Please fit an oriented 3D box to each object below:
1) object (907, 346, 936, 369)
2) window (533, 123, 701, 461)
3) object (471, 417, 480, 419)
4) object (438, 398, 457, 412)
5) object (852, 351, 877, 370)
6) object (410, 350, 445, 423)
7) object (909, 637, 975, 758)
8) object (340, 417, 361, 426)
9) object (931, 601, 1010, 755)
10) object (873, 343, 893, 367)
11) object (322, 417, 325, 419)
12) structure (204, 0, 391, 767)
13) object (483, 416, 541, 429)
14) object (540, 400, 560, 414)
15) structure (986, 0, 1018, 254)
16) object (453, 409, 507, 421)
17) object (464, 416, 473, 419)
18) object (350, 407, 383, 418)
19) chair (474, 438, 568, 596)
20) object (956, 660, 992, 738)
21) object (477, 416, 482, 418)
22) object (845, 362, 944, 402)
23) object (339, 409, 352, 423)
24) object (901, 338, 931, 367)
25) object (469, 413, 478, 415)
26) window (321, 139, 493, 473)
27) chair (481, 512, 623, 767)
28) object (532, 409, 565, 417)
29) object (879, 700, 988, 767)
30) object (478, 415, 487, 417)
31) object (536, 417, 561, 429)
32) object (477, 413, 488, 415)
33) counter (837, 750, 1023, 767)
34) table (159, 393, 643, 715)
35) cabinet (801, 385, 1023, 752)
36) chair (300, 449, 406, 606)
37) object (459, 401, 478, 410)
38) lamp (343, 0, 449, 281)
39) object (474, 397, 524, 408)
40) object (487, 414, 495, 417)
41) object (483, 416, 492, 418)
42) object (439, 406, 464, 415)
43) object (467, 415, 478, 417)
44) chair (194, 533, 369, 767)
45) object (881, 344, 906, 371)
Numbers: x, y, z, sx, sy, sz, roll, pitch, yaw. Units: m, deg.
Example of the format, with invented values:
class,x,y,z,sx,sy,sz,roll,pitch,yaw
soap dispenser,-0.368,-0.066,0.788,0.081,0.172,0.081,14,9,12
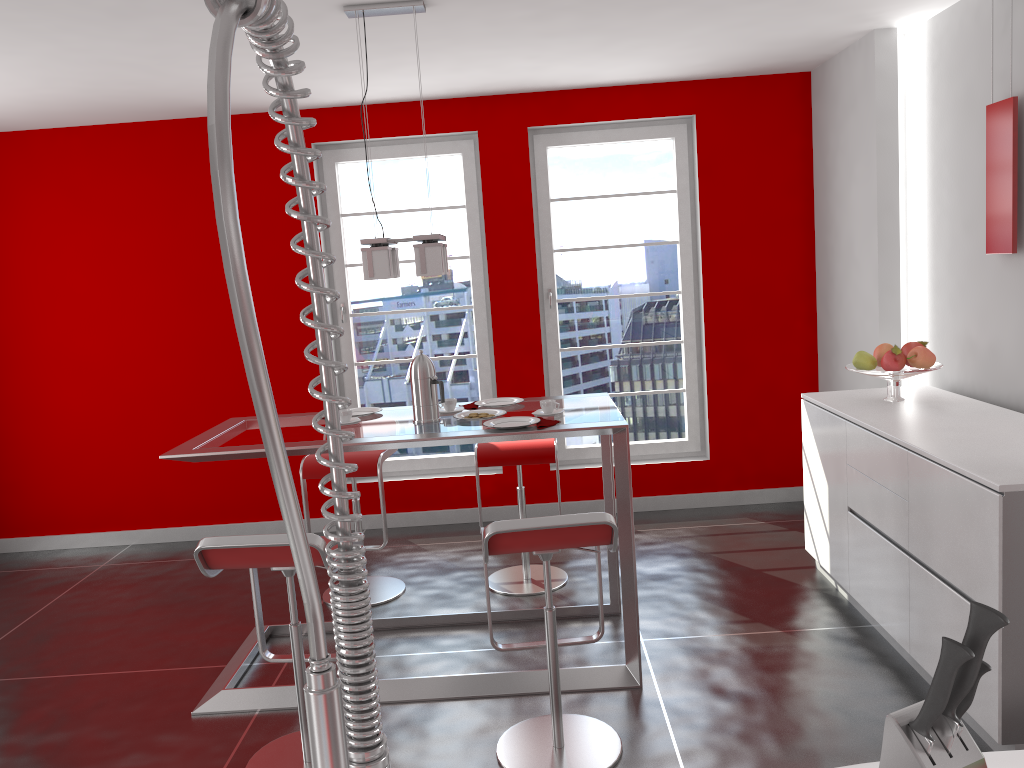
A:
class,x,y,z,sx,sy,sz,roll,pitch,yaw
object,1.771,-0.115,3.821,0.121,0.101,0.097,-7,8,-20
window,0.667,-0.545,5.539,0.938,2.038,0.117,-4,8,1
object,-0.142,0.135,3.500,0.036,0.006,0.034,-4,8,1
object,-0.267,0.089,3.722,0.078,0.049,0.062,3,10,41
object,1.570,-0.104,3.940,0.083,0.086,0.100,-10,10,-39
object,-0.335,0.004,3.543,0.149,0.287,0.113,-3,8,9
object,0.457,0.405,0.990,0.012,0.279,0.130,-8,9,-27
object,-0.680,0.156,3.627,0.119,0.016,0.119,-7,8,-19
object,0.484,0.387,0.992,0.014,0.322,0.150,-8,9,-27
object,1.689,-0.131,4.022,0.096,0.105,0.117,0,9,30
object,-0.807,0.136,3.844,0.095,0.012,0.234,-4,8,0
structure,-0.099,0.170,0.709,0.178,0.920,0.308,3,11,44
object,0.000,0.148,3.316,0.217,0.015,0.217,2,10,37
object,0.150,0.090,3.495,0.078,0.049,0.062,-4,8,1
structure,1.953,-0.835,3.249,0.040,1.503,0.820,-4,8,1
object,-0.127,0.127,3.545,0.217,0.015,0.217,2,10,38
object,-0.173,0.133,3.534,0.034,0.006,0.036,-1,8,22
object,-0.669,0.126,3.838,0.217,0.015,0.217,0,8,25
chair,0.049,0.575,4.476,0.418,0.857,0.460,-4,8,4
object,0.505,0.396,1.013,0.009,0.197,0.091,-8,9,-27
object,-0.132,0.130,3.535,0.036,0.006,0.034,-1,8,19
object,1.691,-0.005,3.930,0.398,0.159,0.398,-10,10,-39
object,-0.689,0.132,3.627,0.078,0.049,0.062,-1,8,24
object,1.784,-0.140,3.946,0.150,0.129,0.117,-11,10,-41
object,-0.155,0.121,3.568,0.034,0.006,0.036,-2,8,13
window,-0.630,-0.457,5.565,0.938,2.038,0.117,-4,8,1
chair,0.127,0.787,2.859,0.418,0.857,0.460,-5,8,-3
object,0.144,0.114,3.498,0.119,0.016,0.119,-1,8,21
object,0.478,0.459,1.027,0.091,0.178,0.137,-8,8,-26
object,-0.116,0.126,3.510,0.034,0.006,0.036,-5,8,-10
object,0.137,0.142,3.308,0.095,0.012,0.234,-4,8,1
object,-0.116,0.120,3.553,0.036,0.006,0.034,2,10,38
counter,0.570,1.069,0.446,1.868,0.880,2.865,1,9,35
table,-0.390,0.644,3.656,1.700,1.000,0.800,-4,8,1
cabinet,1.726,0.580,3.461,0.610,0.880,1.802,-4,8,1
chair,-0.776,0.633,4.473,0.418,0.857,0.460,-3,8,9
object,-0.192,0.094,3.838,0.095,0.012,0.234,-4,8,0
lamp,-0.447,-0.929,3.442,0.304,1.025,0.304,-4,8,1
object,-0.054,0.083,3.832,0.217,0.015,0.217,-7,8,-23
object,-0.088,0.126,3.542,0.036,0.006,0.034,-6,8,-15
object,-0.098,0.131,3.507,0.036,0.006,0.034,-4,8,1
object,-0.260,0.113,3.721,0.119,0.016,0.119,-4,8,-1
object,-0.155,0.127,3.527,0.036,0.006,0.034,-1,8,25
chair,-0.707,0.843,2.881,0.418,0.857,0.460,-3,8,6
object,1.640,-0.113,3.832,0.097,0.133,0.117,-5,8,-9
